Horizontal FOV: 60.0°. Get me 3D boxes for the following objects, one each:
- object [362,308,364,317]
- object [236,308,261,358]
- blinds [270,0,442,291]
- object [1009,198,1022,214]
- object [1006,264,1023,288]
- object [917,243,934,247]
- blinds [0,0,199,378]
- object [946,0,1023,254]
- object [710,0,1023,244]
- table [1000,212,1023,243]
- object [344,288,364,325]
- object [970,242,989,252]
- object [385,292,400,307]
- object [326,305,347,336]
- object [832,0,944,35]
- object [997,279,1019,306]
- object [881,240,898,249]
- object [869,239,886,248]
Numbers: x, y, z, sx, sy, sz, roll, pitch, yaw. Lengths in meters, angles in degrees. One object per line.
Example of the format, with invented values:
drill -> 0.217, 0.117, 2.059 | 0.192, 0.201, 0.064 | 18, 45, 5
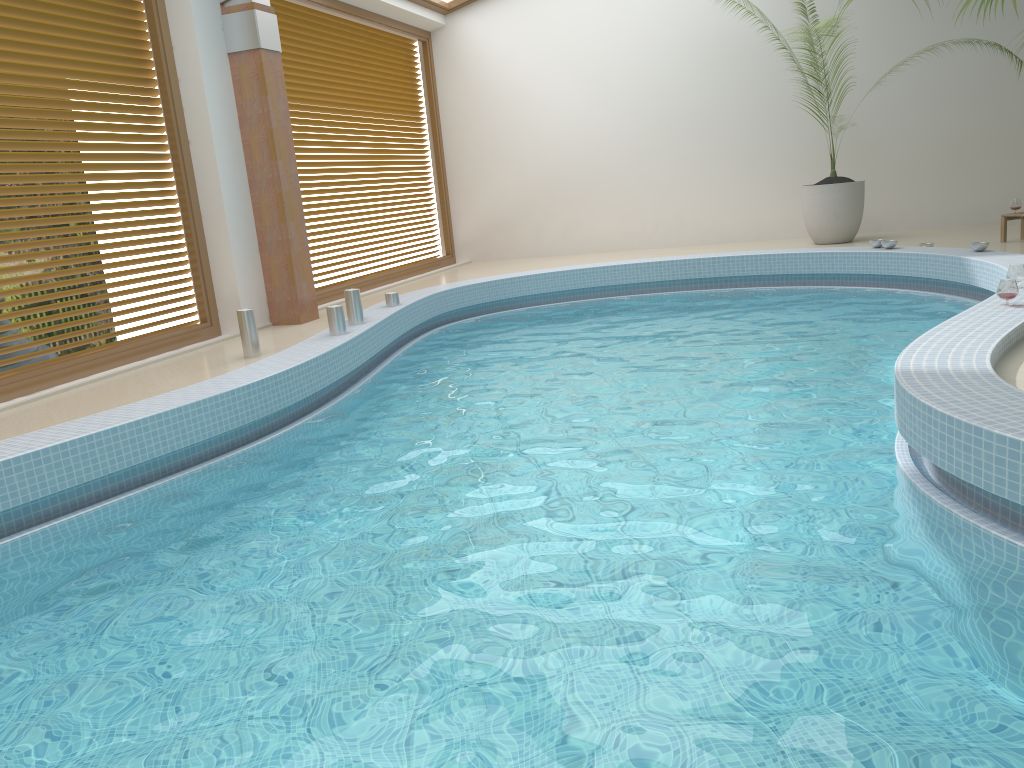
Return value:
object -> -1.187, -0.539, 6.723 | 0.115, 0.107, 0.115 | -11, 13, -22
object -> -1.772, -0.343, 5.978 | 0.115, 0.320, 0.115 | -11, 13, -22
blinds -> -1.806, -2.579, 9.953 | 0.095, 2.921, 4.414 | -2, 13, 18
object -> 4.629, -1.637, 8.151 | 0.102, 0.137, 0.102 | 2, 15, 33
object -> 2.961, -0.635, 5.207 | 0.102, 0.137, 0.102 | 1, 14, 27
object -> 3.804, -1.257, 8.155 | 0.140, 0.069, 0.140 | -8, 13, -12
blinds -> -3.359, -1.358, 5.155 | 0.095, 2.921, 4.200 | -2, 13, 18
object -> 2.149, -0.876, 3.425 | 0.791, 1.695, 1.059 | -4, 13, 6
object -> 3.549, -2.992, 9.366 | 2.979, 2.960, 2.729 | -9, 13, -16
table -> 4.717, -1.436, 8.119 | 0.283, 0.255, 0.320 | -10, 13, -19
object -> -1.153, -0.564, 6.476 | 0.115, 0.254, 0.115 | -13, 14, -30
object -> 3.733, -1.093, 7.083 | 0.140, 0.069, 0.140 | -8, 13, -12
object -> -0.996, -0.705, 7.384 | 0.115, 0.107, 0.115 | -11, 13, -22
object -> -1.200, -0.437, 6.063 | 0.115, 0.194, 0.115 | -13, 14, -30
object -> 2.232, -1.342, 2.531 | 2.979, 2.960, 2.729 | 3, 15, 35
object -> 2.618, -0.484, 4.686 | 0.102, 0.137, 0.102 | 1, 14, 27
object -> 3.366, -1.240, 7.911 | 0.140, 0.069, 0.140 | -8, 13, -12
object -> 3.334, -1.277, 8.088 | 0.140, 0.069, 0.140 | -8, 13, -12
